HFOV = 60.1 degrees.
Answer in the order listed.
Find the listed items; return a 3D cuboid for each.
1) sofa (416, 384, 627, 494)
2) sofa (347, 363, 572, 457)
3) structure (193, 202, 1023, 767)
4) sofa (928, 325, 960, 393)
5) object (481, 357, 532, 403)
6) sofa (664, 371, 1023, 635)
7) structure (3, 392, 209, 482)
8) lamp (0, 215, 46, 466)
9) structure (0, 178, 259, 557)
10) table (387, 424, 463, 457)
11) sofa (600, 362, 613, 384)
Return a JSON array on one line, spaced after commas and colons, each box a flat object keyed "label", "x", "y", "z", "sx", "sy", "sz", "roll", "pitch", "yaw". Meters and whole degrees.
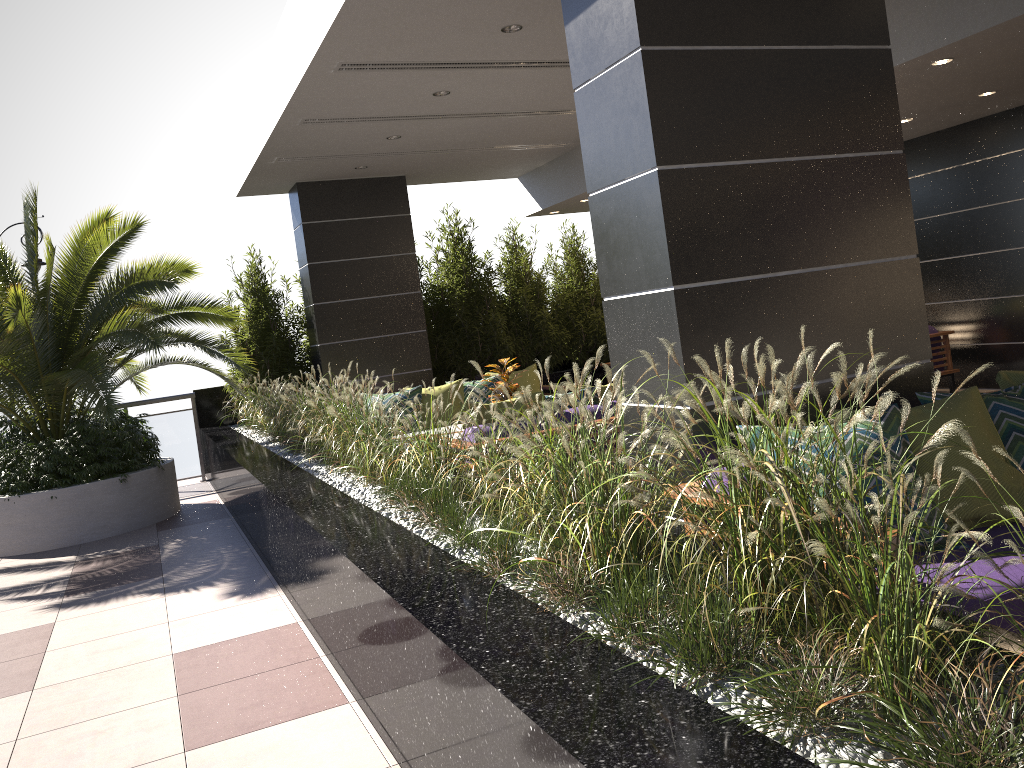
[{"label": "sofa", "x": 0.521, "y": 0.417, "z": 6.203, "sx": 2.133, "sy": 0.919, "sz": 1.117, "roll": -9, "pitch": 3, "yaw": -23}, {"label": "sofa", "x": -0.479, "y": 0.390, "z": 8.565, "sx": 2.133, "sy": 0.919, "sz": 1.117, "roll": -9, "pitch": 3, "yaw": -23}, {"label": "structure", "x": 4.265, "y": -0.877, "z": 1.355, "sx": 7.842, "sy": 3.119, "sz": 24.686, "roll": -9, "pitch": 4, "yaw": -23}, {"label": "sofa", "x": 3.369, "y": -0.179, "z": 9.155, "sx": 2.133, "sy": 0.919, "sz": 1.117, "roll": -9, "pitch": 3, "yaw": -23}, {"label": "object", "x": -0.045, "y": 0.051, "z": 7.402, "sx": 0.430, "sy": 0.526, "sz": 0.425, "roll": -8, "pitch": 2, "yaw": -6}, {"label": "sofa", "x": 1.780, "y": 0.450, "z": 3.227, "sx": 2.133, "sy": 0.919, "sz": 1.117, "roll": -9, "pitch": 3, "yaw": -23}, {"label": "structure", "x": -5.943, "y": 1.656, "z": 0.092, "sx": 12.959, "sy": 1.058, "sz": 17.473, "roll": -9, "pitch": 4, "yaw": -23}, {"label": "lamp", "x": -5.480, "y": -0.211, "z": 9.600, "sx": 1.125, "sy": 3.326, "sz": 0.263, "roll": -8, "pitch": 1, "yaw": -23}, {"label": "structure", "x": -4.406, "y": -0.252, "z": 8.304, "sx": 3.742, "sy": 3.301, "sz": 3.816, "roll": -7, "pitch": 3, "yaw": 20}, {"label": "table", "x": 0.030, "y": 0.585, "z": 7.406, "sx": 2.043, "sy": 0.553, "sz": 0.940, "roll": -9, "pitch": 3, "yaw": -23}, {"label": "sofa", "x": 2.369, "y": -0.206, "z": 11.517, "sx": 2.133, "sy": 0.919, "sz": 1.117, "roll": -9, "pitch": 3, "yaw": -23}]
